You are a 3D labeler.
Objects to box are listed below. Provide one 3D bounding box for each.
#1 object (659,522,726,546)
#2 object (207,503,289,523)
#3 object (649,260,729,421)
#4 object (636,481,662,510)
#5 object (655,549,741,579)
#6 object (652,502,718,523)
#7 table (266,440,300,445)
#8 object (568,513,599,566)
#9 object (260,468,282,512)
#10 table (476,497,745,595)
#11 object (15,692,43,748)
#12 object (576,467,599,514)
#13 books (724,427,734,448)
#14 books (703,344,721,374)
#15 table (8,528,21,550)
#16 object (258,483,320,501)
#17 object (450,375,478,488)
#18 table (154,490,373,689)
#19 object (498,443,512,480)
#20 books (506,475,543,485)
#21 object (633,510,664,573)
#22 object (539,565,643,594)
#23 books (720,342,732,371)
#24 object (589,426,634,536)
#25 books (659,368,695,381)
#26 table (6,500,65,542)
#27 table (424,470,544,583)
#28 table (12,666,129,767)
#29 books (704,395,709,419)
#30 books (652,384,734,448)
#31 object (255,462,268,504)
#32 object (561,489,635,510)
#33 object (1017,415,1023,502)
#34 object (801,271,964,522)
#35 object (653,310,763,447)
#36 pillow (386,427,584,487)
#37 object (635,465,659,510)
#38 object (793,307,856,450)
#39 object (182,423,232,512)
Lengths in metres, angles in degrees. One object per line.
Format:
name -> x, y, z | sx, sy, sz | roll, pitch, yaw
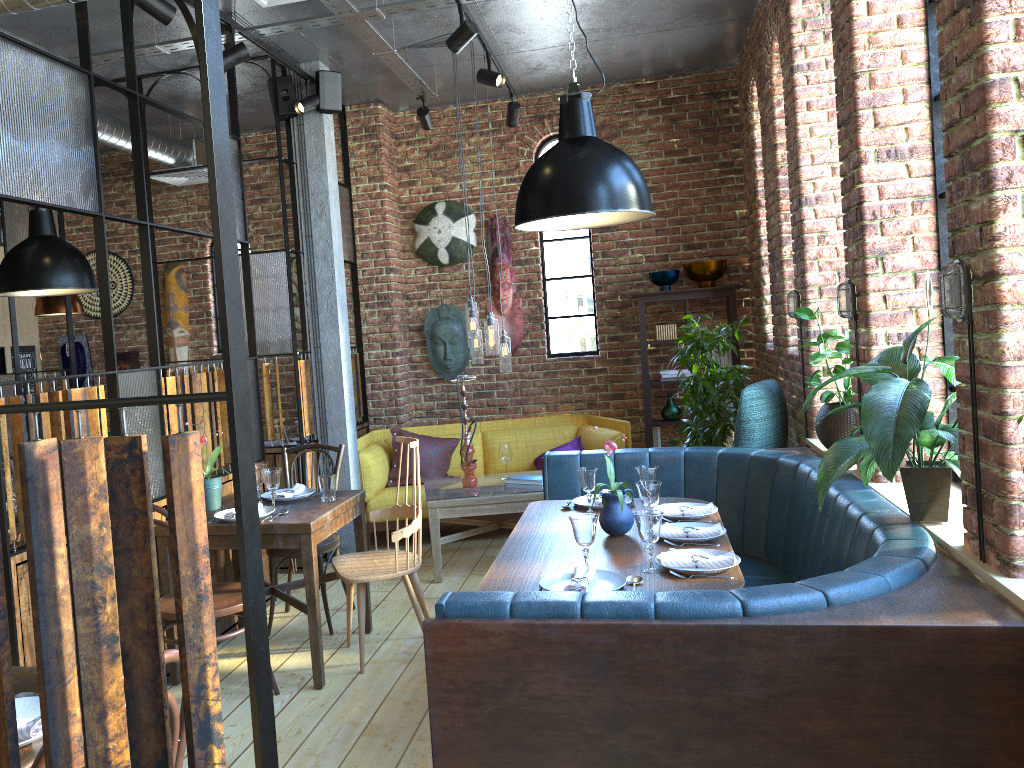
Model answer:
object -> 0.659, 0.542, 3.297 | 0.276, 0.051, 0.317 | -3, 4, 14
object -> -1.181, 0.572, 3.944 | 0.333, 0.051, 0.263 | -3, 4, 15
object -> 1.344, -0.012, 6.543 | 0.617, 1.759, 0.323 | -4, 2, 7
object -> 0.532, 0.475, 3.389 | 0.103, 0.191, 0.094 | -2, 3, 40
object -> 0.610, 0.571, 2.905 | 0.276, 0.051, 0.317 | -3, 4, 14
object -> 0.713, 0.515, 3.657 | 0.276, 0.051, 0.317 | -3, 4, 14
table -> -1.618, 0.822, 6.617 | 0.765, 0.726, 0.737 | -4, 3, 11
object -> 0.241, 0.528, 2.894 | 0.103, 0.191, 0.094 | -2, 3, 40
object -> -1.100, 0.488, 4.050 | 0.094, 0.191, 0.102 | -5, 3, -32
table -> 0.408, 0.915, 3.343 | 0.839, 0.660, 1.513 | -4, 3, 10
object -> -1.053, 0.698, 1.835 | 0.276, 0.051, 0.317 | -3, 4, 14
object -> 0.333, 0.462, 3.817 | 0.103, 0.191, 0.094 | -2, 3, 40
books -> 1.614, 0.414, 6.525 | 0.086, 0.272, 0.186 | -4, 2, 10
books -> 1.474, -0.174, 6.537 | 0.126, 0.258, 0.160 | -4, 2, 11
table -> -2.583, 1.077, 3.772 | 0.742, 0.726, 1.013 | -4, 3, 10
object -> -1.128, 0.540, 4.380 | 0.333, 0.051, 0.263 | -3, 4, 15
object -> -0.288, 0.298, 5.499 | 0.170, 0.703, 0.259 | -4, 2, 1
table -> -1.141, 0.943, 4.192 | 0.765, 0.726, 0.737 | -4, 3, 11
object -> -0.040, 0.503, 5.721 | 0.087, 0.228, 0.095 | -6, 3, -41
books -> 0.115, 0.603, 5.552 | 0.285, 0.028, 0.154 | -2, 4, 35
object -> 0.450, 0.514, 2.872 | 0.103, 0.191, 0.094 | -2, 3, 40
object -> 0.236, 0.610, 2.736 | 0.333, 0.051, 0.263 | -3, 4, 15
books -> 1.574, -0.179, 6.504 | 0.081, 0.257, 0.174 | -4, 2, 10
object -> 0.394, 0.366, 3.400 | 0.142, 0.431, 0.209 | -3, 2, 29
books -> 1.242, -0.071, 6.579 | 0.274, 0.080, 0.175 | -3, 3, 12
table -> -2.419, 0.994, 4.870 | 0.742, 0.726, 1.013 | -4, 3, 10
table -> -0.071, 0.882, 5.599 | 0.932, 0.508, 0.754 | -4, 3, -3
table -> -1.252, 1.101, 1.873 | 0.765, 0.726, 0.737 | -4, 3, 11
books -> 1.449, 0.122, 6.546 | 0.087, 0.272, 0.169 | -4, 2, 10
books -> 1.348, 0.279, 6.576 | 0.598, 0.574, 0.187 | -4, 2, 12
object -> -1.227, 0.483, 4.273 | 0.096, 0.191, 0.100 | -5, 2, -14
object -> 0.390, 0.519, 3.964 | 0.333, 0.051, 0.263 | -3, 4, 15
object -> 1.153, 0.244, 1.568 | 0.438, 0.482, 0.442 | -2, 3, 33
object -> 1.211, 0.023, 2.685 | 0.619, 0.750, 0.721 | -4, 3, 10
object -> 1.297, 0.264, 5.714 | 0.716, 1.527, 0.872 | -5, 2, -11
pillow -> -0.201, 0.497, 6.609 | 1.499, 0.453, 0.400 | -4, 3, 1
object -> 0.581, 0.448, 3.747 | 0.103, 0.191, 0.094 | -2, 3, 40
object -> 1.483, -0.023, 3.892 | 0.403, 0.662, 0.490 | -3, 3, 34
object -> -1.450, 0.386, 4.216 | 0.145, 0.426, 0.199 | -2, 3, 45
